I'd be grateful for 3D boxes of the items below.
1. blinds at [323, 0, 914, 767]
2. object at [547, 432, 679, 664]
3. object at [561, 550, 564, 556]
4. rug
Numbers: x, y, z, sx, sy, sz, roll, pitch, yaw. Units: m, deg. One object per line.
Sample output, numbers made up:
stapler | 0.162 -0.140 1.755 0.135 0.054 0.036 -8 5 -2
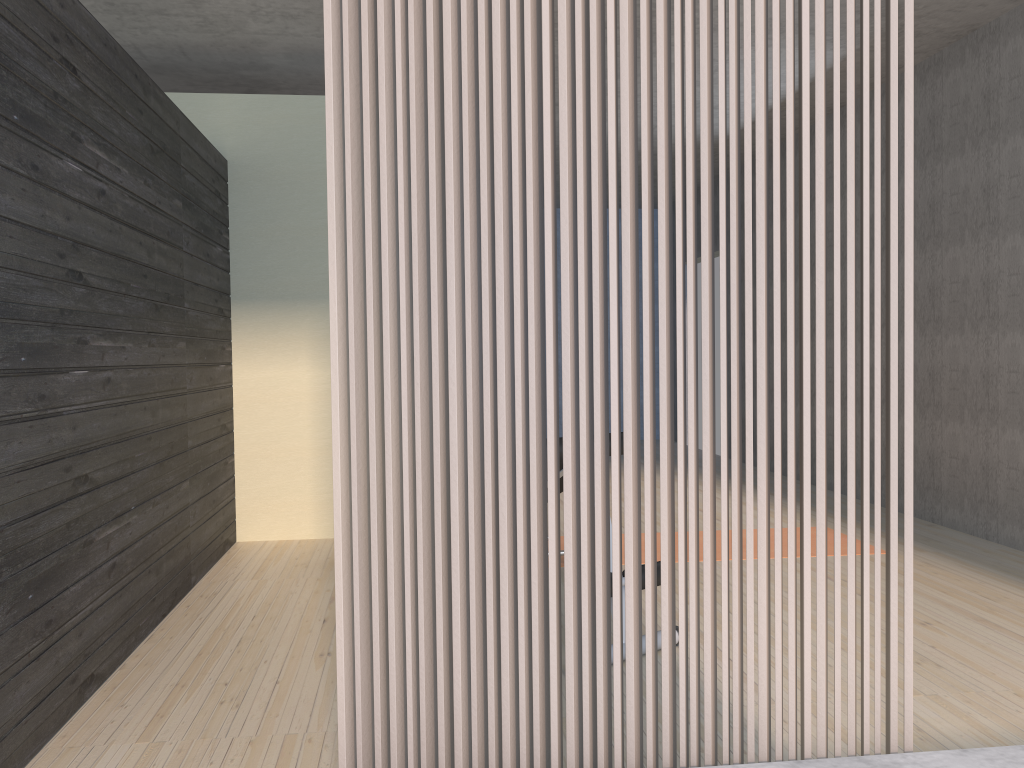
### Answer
blinds | 0.230 -0.396 1.655 1.133 2.744 0.069 -1 2 -7
object | 0.009 0.546 3.483 0.505 0.746 1.312 -2 2 -37
object | 0.206 0.810 4.237 0.385 0.176 0.176 -1 2 -15
rug | 0.507 0.874 4.713 2.779 0.002 0.716 -1 2 -7
